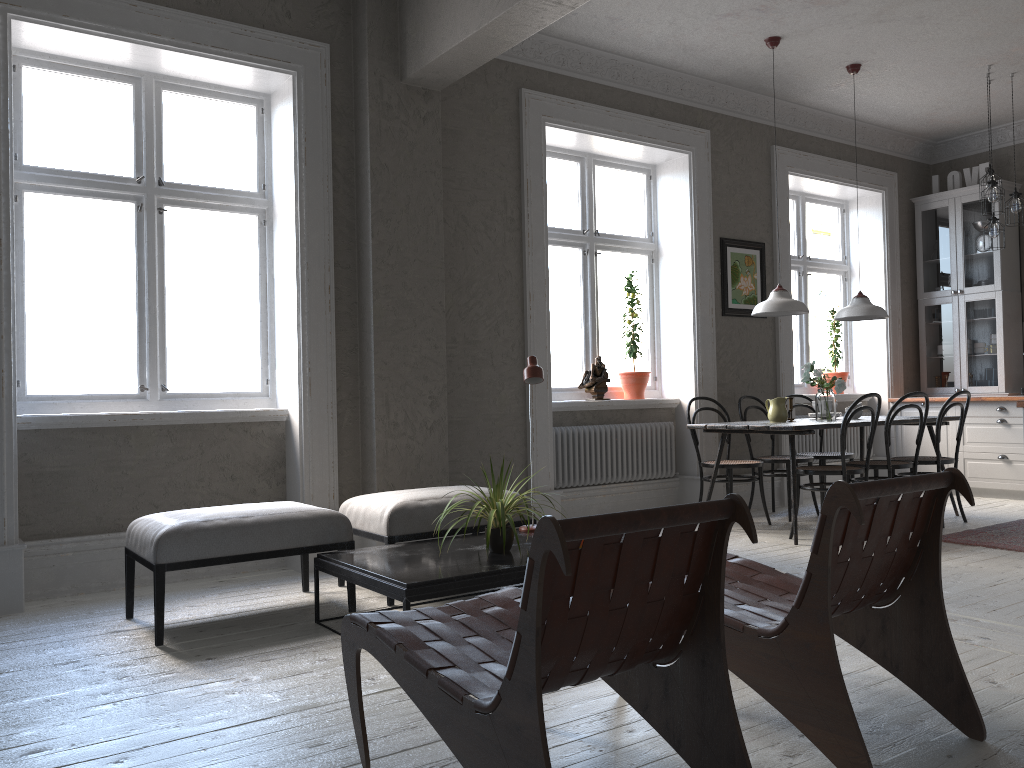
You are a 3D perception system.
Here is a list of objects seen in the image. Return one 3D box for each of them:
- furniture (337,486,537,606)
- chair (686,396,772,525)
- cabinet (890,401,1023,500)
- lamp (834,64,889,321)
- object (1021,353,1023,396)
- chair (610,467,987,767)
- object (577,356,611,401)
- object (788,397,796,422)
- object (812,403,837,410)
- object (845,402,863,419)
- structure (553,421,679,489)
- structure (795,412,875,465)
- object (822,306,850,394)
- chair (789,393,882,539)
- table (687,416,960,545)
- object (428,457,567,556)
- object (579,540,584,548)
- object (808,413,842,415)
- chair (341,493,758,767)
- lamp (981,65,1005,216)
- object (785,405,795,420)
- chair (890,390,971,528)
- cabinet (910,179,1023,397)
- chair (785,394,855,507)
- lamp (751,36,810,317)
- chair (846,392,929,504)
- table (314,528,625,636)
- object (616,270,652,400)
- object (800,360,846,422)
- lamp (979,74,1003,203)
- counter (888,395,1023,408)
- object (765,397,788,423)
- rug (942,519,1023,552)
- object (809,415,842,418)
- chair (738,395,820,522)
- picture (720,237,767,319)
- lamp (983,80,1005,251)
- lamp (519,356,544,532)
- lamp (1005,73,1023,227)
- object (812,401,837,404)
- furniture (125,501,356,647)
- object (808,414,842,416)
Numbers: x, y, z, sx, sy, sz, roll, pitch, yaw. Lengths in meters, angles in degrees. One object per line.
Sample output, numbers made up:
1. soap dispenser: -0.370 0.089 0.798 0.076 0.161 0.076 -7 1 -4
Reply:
1. furniture: -0.379 0.774 4.491 0.844 0.476 0.571 -1 -1 -35
2. chair: 1.536 0.545 6.333 0.446 0.920 0.539 -1 -1 -27
3. cabinet: 4.050 0.510 6.110 1.971 0.854 4.230 -2 -1 12
4. lamp: 2.519 -1.399 6.462 0.386 1.858 0.372 -1 -1 -27
5. object: 4.499 -0.086 7.618 0.360 0.370 0.201 -1 -1 -35
6. chair: 0.748 0.599 2.593 0.518 0.721 0.996 -1 -1 -35
7. object: 0.599 -0.044 6.490 0.241 0.329 0.117 -1 -1 -34
8. object: 1.902 0.176 6.036 0.060 0.167 0.058 -1 -1 -21
9. object: 2.296 0.191 6.500 0.183 0.094 0.176 0 -1 -44
10. object: 2.452 0.192 6.349 0.129 0.119 0.123 -1 -1 -19
11. structure: 0.744 0.506 6.459 1.248 0.428 0.145 -1 -1 -37
12. structure: 2.856 0.482 7.951 1.248 0.428 0.145 -1 -1 -37
13. object: 2.984 -0.313 8.198 0.261 0.813 0.258 -1 -1 -8
14. chair: 2.038 0.520 5.570 0.447 0.920 0.538 -1 -1 -37
15. table: 2.249 0.620 6.258 1.959 0.735 0.886 -1 -1 -35
16. object: -0.026 0.498 3.690 0.671 0.420 0.723 -1 -1 -17
17. object: 0.278 0.664 3.717 0.056 0.058 0.057 -1 -1 -10
18. object: 2.297 0.227 6.499 0.239 0.027 0.235 -1 -1 -12
19. chair: 0.034 0.607 2.088 0.518 0.721 0.996 -1 -1 -35
20. lamp: 3.520 -2.116 6.526 0.145 1.735 0.148 -2 -1 12
21. object: 2.010 0.209 6.508 0.136 0.112 0.142 -2 -1 38
22. chair: 2.895 0.510 6.158 0.447 0.920 0.538 -1 -1 -37
23. cabinet: 4.225 -0.821 8.202 0.395 1.921 0.862 -1 -1 -35
24. chair: 2.413 0.535 6.935 0.444 0.920 0.541 -1 -1 -22
25. lamp: 1.773 -1.391 5.936 0.379 1.858 0.380 -1 -1 3
26. chair: 2.481 0.515 5.888 0.446 0.920 0.539 -1 -1 -27
27. table: -0.056 0.852 3.792 1.336 0.303 0.832 -1 -1 -35
28. object: 0.917 -0.378 6.728 0.269 0.991 0.271 -1 -1 4
29. object: 2.102 0.045 5.960 0.256 0.414 0.305 -1 -1 -36
30. lamp: 3.597 -2.246 6.699 0.143 1.735 0.150 -2 -1 42
31. counter: 3.668 0.113 6.395 3.459 0.039 3.097 -1 -1 -35
32. object: 1.803 0.176 6.032 0.148 0.170 0.137 -2 -1 16
33. rug: 3.254 0.941 5.550 1.315 0.014 0.721 -1 -1 -35
34. object: 2.297 0.244 6.499 0.240 0.027 0.234 -1 -1 -17
35. chair: 1.997 0.540 6.663 0.447 0.920 0.538 -1 -1 -37
36. picture: 1.857 -0.842 7.083 0.532 0.619 0.019 -1 -1 -35
37. lamp: 3.700 -1.906 6.841 0.144 1.735 0.149 -2 -1 22
38. lamp: 0.091 0.288 4.222 0.138 0.839 0.251 -1 -1 1
39. lamp: 3.790 -2.069 6.700 0.143 1.735 0.150 -2 -1 42
40. object: 2.295 0.171 6.500 0.183 0.094 0.176 0 -1 -44
41. furniture: -1.200 0.783 3.911 0.844 0.476 0.571 -1 -1 -35
42. object: 2.297 0.235 6.499 0.234 0.027 0.241 -2 -1 23
